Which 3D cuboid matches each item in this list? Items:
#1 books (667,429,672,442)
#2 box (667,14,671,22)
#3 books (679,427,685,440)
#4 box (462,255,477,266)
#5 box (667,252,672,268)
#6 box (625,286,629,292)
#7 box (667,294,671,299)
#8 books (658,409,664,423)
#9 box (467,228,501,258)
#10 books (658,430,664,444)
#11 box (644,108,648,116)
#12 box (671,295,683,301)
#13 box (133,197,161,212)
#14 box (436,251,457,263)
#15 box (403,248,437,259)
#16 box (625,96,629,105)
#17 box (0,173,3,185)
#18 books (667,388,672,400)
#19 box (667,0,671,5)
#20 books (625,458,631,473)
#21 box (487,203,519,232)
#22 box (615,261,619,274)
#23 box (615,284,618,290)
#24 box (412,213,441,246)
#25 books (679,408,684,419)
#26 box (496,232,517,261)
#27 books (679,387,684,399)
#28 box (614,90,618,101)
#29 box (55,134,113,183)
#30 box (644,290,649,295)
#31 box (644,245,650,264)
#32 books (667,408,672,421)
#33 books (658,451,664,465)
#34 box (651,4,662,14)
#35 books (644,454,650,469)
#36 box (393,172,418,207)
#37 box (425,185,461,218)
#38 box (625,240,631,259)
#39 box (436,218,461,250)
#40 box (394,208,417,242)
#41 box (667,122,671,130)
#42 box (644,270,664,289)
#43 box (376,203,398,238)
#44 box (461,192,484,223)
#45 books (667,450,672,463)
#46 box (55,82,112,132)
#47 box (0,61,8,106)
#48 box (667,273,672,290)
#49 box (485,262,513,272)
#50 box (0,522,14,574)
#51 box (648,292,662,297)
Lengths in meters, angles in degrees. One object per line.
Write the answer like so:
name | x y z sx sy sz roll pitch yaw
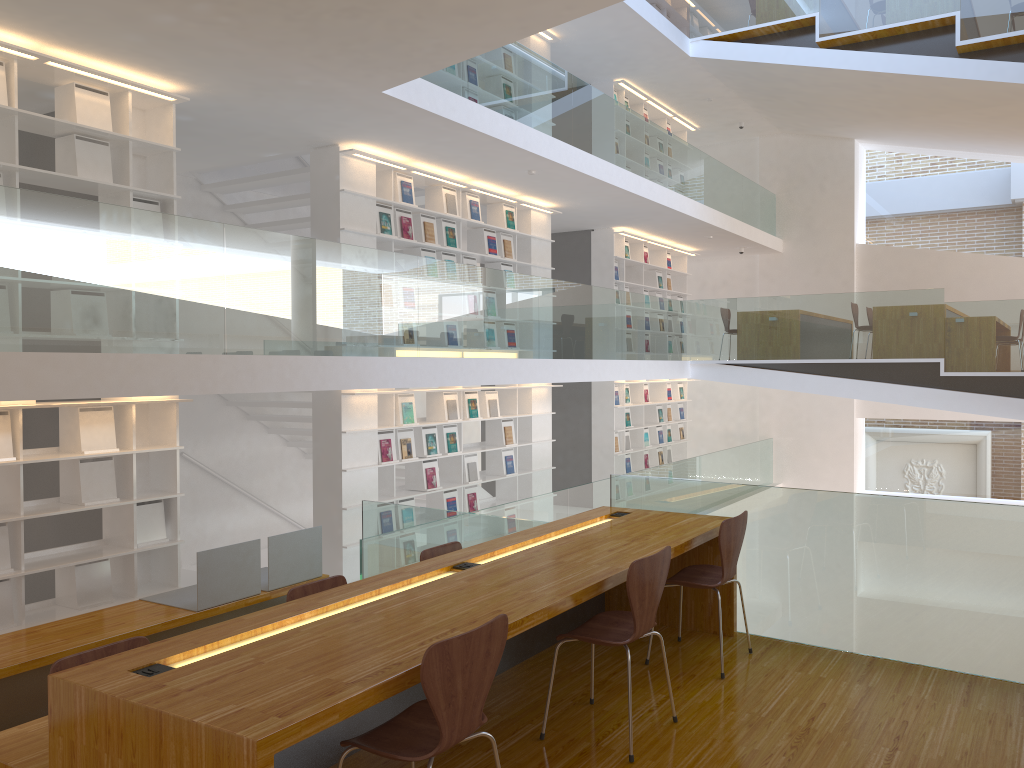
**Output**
books | 2.488 0.823 14.032 0.037 0.210 0.145 0 1 32
box | 2.381 -5.669 13.993 0.274 0.296 0.245 0 1 32
books | 2.782 0.818 14.504 0.037 0.210 0.145 0 1 32
box | -0.505 -1.181 9.288 0.274 0.296 0.245 0 1 32
box | 2.398 -1.936 14.059 0.274 0.296 0.245 0 1 32
box | 1.555 -1.252 12.714 0.274 0.296 0.245 0 1 32
box | 2.395 -1.279 14.062 0.274 0.296 0.245 0 1 32
books | 2.306 0.492 13.743 0.037 0.210 0.145 0 1 32
box | -0.304 -1.519 9.607 0.274 0.296 0.245 0 1 32
books | 2.311 0.829 13.748 0.037 0.210 0.145 0 1 32
box | 1.903 -3.968 13.239 0.274 0.296 0.245 0 1 32
box | 2.678 -1.290 14.517 0.274 0.296 0.245 0 1 32
box | -2.572 -1.116 6.089 0.274 0.296 0.245 0 1 32
box | -0.700 -1.174 8.975 0.274 0.296 0.245 0 1 32
box | -0.879 -1.169 8.687 0.274 0.296 0.245 0 1 32
box | 1.542 -3.955 12.665 0.274 0.296 0.245 0 1 32
box | -3.139 -1.097 5.178 0.274 0.296 0.245 0 1 32
books | 2.490 0.171 14.035 0.037 0.210 0.145 0 1 32
box | 2.379 -5.997 13.987 0.274 0.296 0.245 0 1 32
books | 1.667 1.168 12.717 0.037 0.210 0.145 0 1 32
box | -0.100 -1.852 9.931 0.274 0.296 0.245 0 1 32
box | 1.352 -1.574 12.384 0.274 0.296 0.245 0 1 32
box | 1.357 -1.245 12.395 0.274 0.296 0.245 0 1 32
box | -0.882 -1.497 8.680 0.274 0.296 0.245 0 1 32
books | 2.778 0.493 14.495 0.037 0.210 0.145 0 1 32
box | -0.124 -1.522 9.896 0.274 0.296 0.245 0 1 32
books | 2.774 0.157 14.491 0.037 0.210 0.145 0 1 32
box | 1.332 -3.948 12.328 0.274 0.296 0.245 0 1 32
box | -2.772 -1.438 5.765 0.274 0.296 0.245 0 1 32
box | 1.925 -1.264 13.307 0.274 0.296 0.245 0 1 32
box | 1.912 -1.921 13.276 0.274 0.296 0.245 0 1 32
books | 2.492 0.486 14.041 0.037 0.210 0.145 0 1 32
books | 2.314 1.154 13.756 0.037 0.210 0.145 0 1 32
box | 2.189 -5.662 13.686 0.274 0.296 0.245 0 1 32
books | 2.014 1.160 13.281 0.037 0.210 0.145 0 1 32
box | -1.072 -1.820 8.370 0.274 0.296 0.245 0 1 32
box | -0.697 -1.832 8.973 0.274 0.296 0.245 0 1 32
box | 1.552 -1.908 12.701 0.274 0.296 0.245 0 1 32
box | -0.699 -1.503 8.973 0.274 0.296 0.245 0 1 32
box | -1.082 -1.491 8.383 0.274 0.296 0.245 0 1 32
box | 2.388 -3.982 14.023 0.274 0.296 0.245 0 1 32
box | 2.208 -1.601 13.758 0.274 0.296 0.245 0 1 32
box | -1.232 -1.487 8.118 0.274 0.296 0.245 0 1 32
box | -0.476 -1.840 9.327 0.274 0.296 0.245 0 1 32
books | 2.489 1.148 14.038 0.037 0.210 0.145 0 1 32
box | -2.772 -1.766 5.760 0.274 0.296 0.245 0 1 32
box | -3.129 -1.756 5.183 0.274 0.296 0.245 0 1 32
box | 2.399 -1.608 14.065 0.274 0.296 0.245 0 1 32
box | -0.122 -1.194 9.903 0.274 0.296 0.245 0 1 32
box | -3.130 0.963 5.214 0.274 0.296 0.245 0 1 32
box | 2.209 -1.273 13.764 0.274 0.296 0.245 0 1 32
